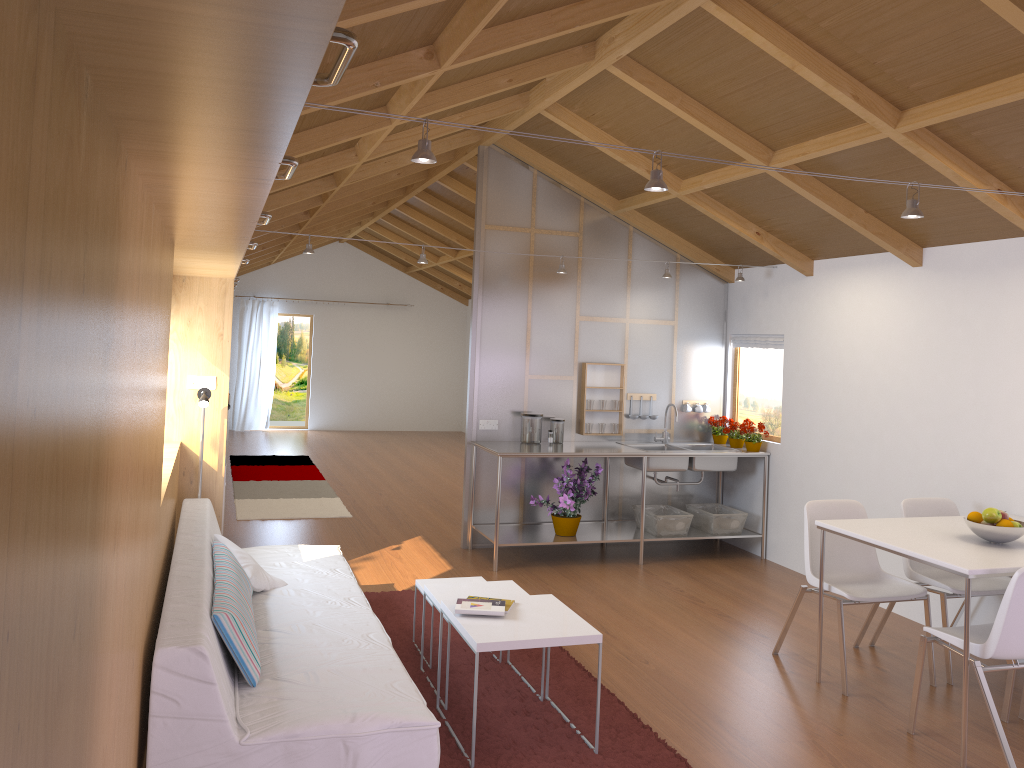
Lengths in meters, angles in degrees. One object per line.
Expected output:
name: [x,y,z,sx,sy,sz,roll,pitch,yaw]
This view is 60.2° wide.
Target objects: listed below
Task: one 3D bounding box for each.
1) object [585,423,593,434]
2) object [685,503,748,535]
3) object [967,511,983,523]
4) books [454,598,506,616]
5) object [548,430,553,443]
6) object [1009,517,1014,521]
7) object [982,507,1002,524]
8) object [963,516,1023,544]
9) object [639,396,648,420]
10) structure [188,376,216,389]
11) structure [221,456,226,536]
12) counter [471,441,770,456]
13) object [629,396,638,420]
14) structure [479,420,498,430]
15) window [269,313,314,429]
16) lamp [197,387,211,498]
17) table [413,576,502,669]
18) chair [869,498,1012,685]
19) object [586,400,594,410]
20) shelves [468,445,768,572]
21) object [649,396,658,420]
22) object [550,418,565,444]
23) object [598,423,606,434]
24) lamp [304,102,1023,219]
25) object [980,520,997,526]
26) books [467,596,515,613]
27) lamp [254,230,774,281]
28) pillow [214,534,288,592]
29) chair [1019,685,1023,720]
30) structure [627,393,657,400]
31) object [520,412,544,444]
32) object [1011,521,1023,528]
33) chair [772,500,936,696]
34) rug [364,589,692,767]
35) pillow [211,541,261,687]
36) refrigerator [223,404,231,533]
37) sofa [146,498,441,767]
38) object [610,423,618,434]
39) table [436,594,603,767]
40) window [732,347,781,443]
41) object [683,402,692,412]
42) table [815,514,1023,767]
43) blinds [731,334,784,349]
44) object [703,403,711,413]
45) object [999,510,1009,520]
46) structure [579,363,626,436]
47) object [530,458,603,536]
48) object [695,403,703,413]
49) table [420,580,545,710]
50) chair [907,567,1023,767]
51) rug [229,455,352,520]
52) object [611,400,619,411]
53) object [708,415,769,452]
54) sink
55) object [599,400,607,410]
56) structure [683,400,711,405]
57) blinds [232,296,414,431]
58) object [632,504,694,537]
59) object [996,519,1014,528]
object: [0.585,0.336,6.692,0.061,0.077,0.061,2,0,-6]
object: [1.529,1.014,6.637,0.298,0.159,0.415,2,2,-19]
object: [2.030,0.592,3.870,0.067,0.068,0.068,2,1,-43]
books: [-0.124,0.877,3.480,0.193,0.016,0.152,2,3,1]
object: [0.281,0.381,6.432,0.037,0.093,0.037,2,-1,-4]
object: [2.157,0.612,3.851,0.068,0.066,0.067,3,1,25]
object: [2.049,0.562,3.775,0.070,0.069,0.077,2,1,-18]
object: [2.088,0.638,3.814,0.255,0.090,0.255,3,3,24]
object: [1.021,0.186,6.839,0.074,0.183,0.074,2,-1,13]
structure: [-1.695,-0.007,4.833,0.142,0.071,0.011,2,-1,-18]
structure: [-1.758,0.796,5.348,0.013,0.722,0.820,3,1,-19]
counter: [0.803,0.470,6.474,2.107,0.021,0.650,1,3,-19]
object: [0.940,0.184,6.812,0.074,0.183,0.074,2,-1,13]
structure: [-0.171,0.299,6.484,0.142,0.071,0.011,2,-1,-18]
window: [-3.559,-0.203,13.690,0.873,1.790,0.026,3,-2,-18]
lamp: [-1.648,0.618,4.697,0.182,1.199,0.254,4,-2,-43]
table: [-0.264,1.137,4.249,0.341,0.309,0.369,2,1,-19]
chair: [2.227,1.006,4.487,0.530,0.787,0.547,2,0,-19]
object: [0.593,0.159,6.697,0.061,0.077,0.061,2,0,-6]
shelves: [0.786,0.865,6.463,2.090,0.754,0.632,2,0,-19]
object: [1.102,0.188,6.866,0.074,0.183,0.074,2,-1,13]
object: [0.334,0.348,6.553,0.113,0.177,0.113,2,0,2]
object: [0.683,0.339,6.725,0.061,0.077,0.061,2,0,-45]
lamp: [1.163,-0.646,2.927,3.824,0.153,0.072,1,-1,-18]
object: [2.053,0.623,3.807,0.078,0.089,0.080,3,0,31]
books: [-0.097,0.890,3.561,0.193,0.016,0.152,3,3,11]
lamp: [0.147,-0.837,5.954,3.824,0.153,0.072,1,-1,-18]
pillow: [-1.185,0.802,3.986,0.346,0.252,0.267,3,1,35]
chair: [2.515,1.060,3.625,0.530,0.787,0.547,2,0,-19]
structure: [1.013,0.101,6.879,0.250,0.051,0.016,2,-1,-18]
object: [0.142,0.323,6.468,0.172,0.216,0.172,2,0,-5]
object: [2.146,0.622,3.782,0.070,0.069,0.077,2,1,-18]
chair: [1.663,0.992,4.298,0.530,0.787,0.547,2,0,-19]
rug: [-0.602,1.307,3.926,1.883,0.020,2.483,1,3,-19]
pillow: [-1.060,0.840,3.370,0.171,0.252,1.043,2,2,-19]
refrigerator: [-2.113,0.643,6.127,0.261,0.989,0.713,3,0,-19]
sofa: [-0.985,0.990,3.687,0.861,0.629,2.357,2,3,-19]
object: [0.782,0.341,6.758,0.061,0.077,0.061,2,0,-45]
table: [0.013,1.123,3.433,0.485,0.439,0.525,2,1,-19]
window: [1.909,0.019,6.774,0.026,0.796,0.724,3,0,-19]
object: [1.389,0.185,6.985,0.059,0.080,0.062,2,0,-18]
table: [2.119,1.051,3.904,1.207,0.744,0.899,2,1,-19]
blinds: [1.884,-0.327,6.771,0.047,0.111,0.725,3,2,-19]
object: [1.552,0.189,7.039,0.059,0.080,0.062,2,0,-18]
object: [2.110,0.577,3.819,0.063,0.067,0.061,3,0,20]
structure: [0.691,0.116,6.739,0.327,0.546,0.076,3,-2,-18]
object: [0.409,0.788,6.219,0.524,0.554,0.351,2,0,-27]
object: [1.480,0.189,7.009,0.059,0.081,0.062,2,0,-11]
table: [-0.135,1.123,3.870,0.424,0.384,0.459,2,1,-19]
chair: [1.952,1.046,3.437,0.530,0.787,0.547,2,0,-19]
rug: [-2.356,0.988,8.978,0.916,0.011,3.725,1,3,-19]
object: [0.789,0.164,6.763,0.061,0.077,0.061,2,0,-45]
object: [1.717,0.373,6.765,0.233,0.235,0.689,2,2,-18]
sink: [1.238,0.474,6.648,0.809,0.642,0.564,2,0,-19]
object: [0.691,0.161,6.730,0.061,0.077,0.061,2,0,-45]
structure: [1.476,0.149,7.020,0.250,0.032,0.041,1,1,-19]
blinds: [-2.974,-0.296,13.715,2.844,2.040,0.233,2,-1,-19]
object: [1.099,1.003,6.493,0.298,0.159,0.415,2,2,-19]
object: [2.090,0.608,3.747,0.067,0.068,0.068,2,1,-43]
